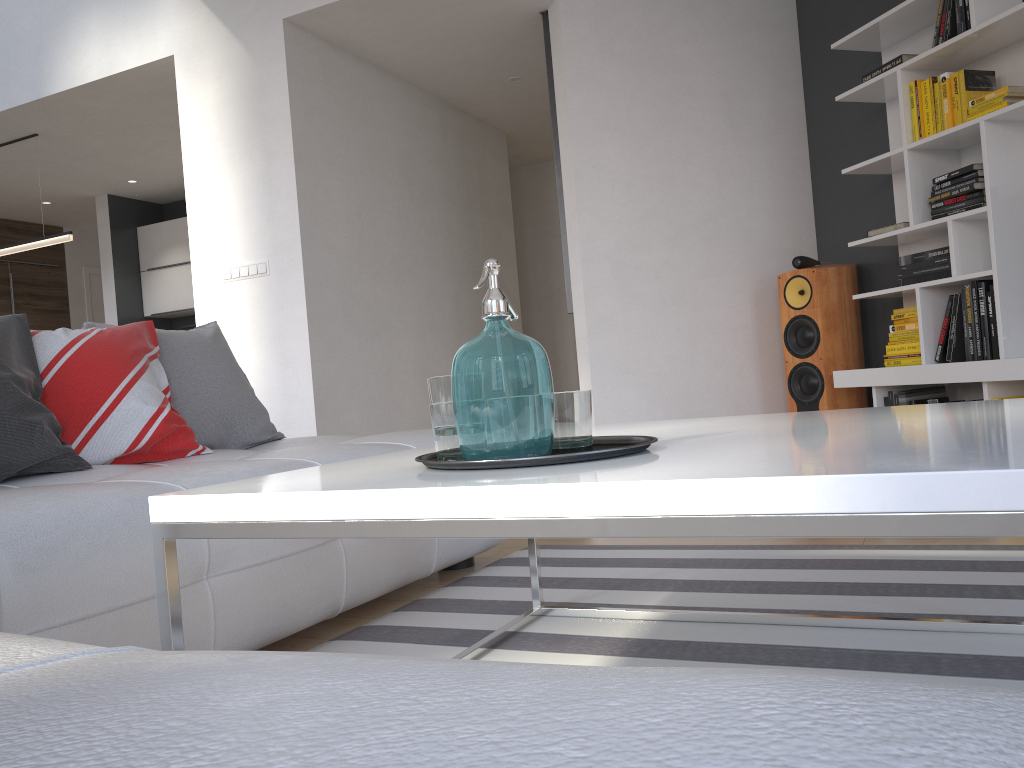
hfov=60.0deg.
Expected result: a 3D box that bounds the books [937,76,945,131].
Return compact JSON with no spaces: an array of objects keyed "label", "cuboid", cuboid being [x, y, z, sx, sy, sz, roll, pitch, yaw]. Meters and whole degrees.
[{"label":"books","cuboid":[1.887,-1.176,3.751,0.180,0.251,0.019,-5,0,-19]}]

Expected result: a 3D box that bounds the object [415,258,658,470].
[{"label":"object","cuboid":[0.023,-0.032,1.212,0.330,0.265,0.330,-5,0,-40]}]

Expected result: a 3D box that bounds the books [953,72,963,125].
[{"label":"books","cuboid":[1.911,-1.170,3.674,0.172,0.234,0.024,-5,0,-19]}]

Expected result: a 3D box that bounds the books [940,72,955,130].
[{"label":"books","cuboid":[1.894,-1.176,3.725,0.185,0.250,0.035,-5,0,-19]}]

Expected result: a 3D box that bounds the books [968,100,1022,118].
[{"label":"books","cuboid":[1.955,-1.097,3.543,0.148,0.011,0.196,-5,0,-19]}]

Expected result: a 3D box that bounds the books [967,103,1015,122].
[{"label":"books","cuboid":[1.953,-1.074,3.542,0.147,0.033,0.190,-5,0,-19]}]

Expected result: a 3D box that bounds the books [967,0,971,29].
[{"label":"books","cuboid":[1.912,-1.513,3.564,0.169,0.218,0.038,-5,0,-19]}]

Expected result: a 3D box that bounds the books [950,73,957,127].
[{"label":"books","cuboid":[1.906,-1.172,3.698,0.169,0.239,0.023,-5,0,-19]}]

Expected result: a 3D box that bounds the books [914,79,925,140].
[{"label":"books","cuboid":[1.848,-1.181,3.849,0.213,0.270,0.025,-5,0,-19]}]

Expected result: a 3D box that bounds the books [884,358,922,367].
[{"label":"books","cuboid":[1.873,-0.106,4.041,0.204,0.029,0.270,-5,0,-14]}]

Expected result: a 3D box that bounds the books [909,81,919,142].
[{"label":"books","cuboid":[1.831,-1.179,3.871,0.204,0.270,0.029,-5,0,-19]}]

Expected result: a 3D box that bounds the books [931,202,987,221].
[{"label":"books","cuboid":[1.924,-0.716,3.697,0.189,0.026,0.263,-5,0,-21]}]

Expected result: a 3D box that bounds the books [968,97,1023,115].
[{"label":"books","cuboid":[1.934,-1.109,3.542,0.113,0.018,0.169,-5,0,-18]}]

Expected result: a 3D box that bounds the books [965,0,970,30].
[{"label":"books","cuboid":[1.902,-1.503,3.591,0.147,0.200,0.021,-5,0,-19]}]

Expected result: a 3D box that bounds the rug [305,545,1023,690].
[{"label":"rug","cuboid":[0.303,0.520,1.615,1.662,0.016,2.326,-5,0,26]}]

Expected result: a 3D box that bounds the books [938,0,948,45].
[{"label":"books","cuboid":[1.871,-1.506,3.713,0.171,0.214,0.087,-5,0,-19]}]

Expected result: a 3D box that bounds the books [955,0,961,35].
[{"label":"books","cuboid":[1.885,-1.510,3.637,0.156,0.221,0.021,-5,0,-19]}]

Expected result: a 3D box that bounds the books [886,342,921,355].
[{"label":"books","cuboid":[1.880,-0.169,4.048,0.198,0.044,0.255,-5,0,-19]}]

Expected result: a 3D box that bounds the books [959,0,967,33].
[{"label":"books","cuboid":[1.898,-1.517,3.616,0.176,0.232,0.025,-5,0,-19]}]

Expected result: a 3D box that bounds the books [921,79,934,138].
[{"label":"books","cuboid":[1.865,-1.176,3.817,0.198,0.255,0.044,-5,0,-19]}]

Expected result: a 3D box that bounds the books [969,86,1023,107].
[{"label":"books","cuboid":[1.958,-1.146,3.549,0.138,0.026,0.186,-5,0,-19]}]

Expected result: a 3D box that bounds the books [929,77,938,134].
[{"label":"books","cuboid":[1.876,-1.179,3.789,0.199,0.263,0.015,-5,0,-19]}]

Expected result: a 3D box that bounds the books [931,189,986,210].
[{"label":"books","cuboid":[1.937,-0.770,3.709,0.209,0.030,0.266,-5,0,-21]}]

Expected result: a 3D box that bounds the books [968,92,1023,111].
[{"label":"books","cuboid":[1.949,-1.126,3.541,0.134,0.014,0.187,-5,0,-19]}]

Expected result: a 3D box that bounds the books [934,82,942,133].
[{"label":"books","cuboid":[1.864,-1.161,3.765,0.156,0.229,0.024,-5,0,-19]}]

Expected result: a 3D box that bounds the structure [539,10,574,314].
[{"label":"structure","cuboid":[2.337,-1.809,5.901,2.823,4.339,4.190,-5,0,26]}]

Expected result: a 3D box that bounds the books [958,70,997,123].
[{"label":"books","cuboid":[1.923,-1.171,3.650,0.172,0.234,0.024,-5,0,-19]}]

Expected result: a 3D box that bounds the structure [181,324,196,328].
[{"label":"structure","cuboid":[-1.643,-0.629,7.383,3.000,0.045,0.050,-5,0,26]}]

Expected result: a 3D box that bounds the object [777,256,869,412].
[{"label":"object","cuboid":[1.635,-0.113,4.547,0.434,1.088,0.290,-5,0,-34]}]

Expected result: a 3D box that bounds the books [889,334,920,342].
[{"label":"books","cuboid":[1.866,-0.215,4.058,0.152,0.024,0.228,-5,0,-15]}]

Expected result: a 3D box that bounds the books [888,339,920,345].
[{"label":"books","cuboid":[1.890,-0.199,4.056,0.198,0.015,0.263,-5,0,-16]}]

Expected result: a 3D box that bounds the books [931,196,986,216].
[{"label":"books","cuboid":[1.924,-0.741,3.696,0.189,0.025,0.270,-5,0,-20]}]

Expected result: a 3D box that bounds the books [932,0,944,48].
[{"label":"books","cuboid":[1.855,-1.505,3.742,0.166,0.213,0.096,-5,0,-21]}]

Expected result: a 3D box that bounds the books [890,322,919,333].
[{"label":"books","cuboid":[1.884,-0.265,4.042,0.185,0.035,0.250,-5,0,-16]}]

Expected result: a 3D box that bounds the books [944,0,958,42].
[{"label":"books","cuboid":[1.869,-1.506,3.682,0.154,0.212,0.074,-5,0,-20]}]

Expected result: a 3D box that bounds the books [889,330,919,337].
[{"label":"books","cuboid":[1.885,-0.238,4.052,0.180,0.019,0.251,-5,0,-19]}]
